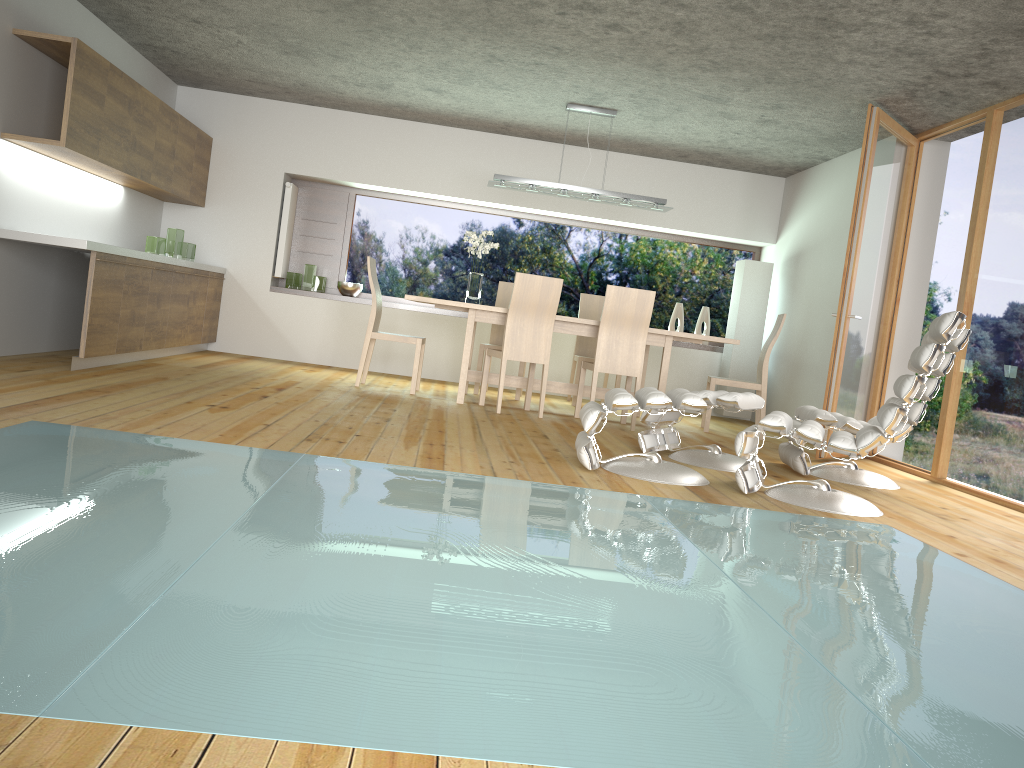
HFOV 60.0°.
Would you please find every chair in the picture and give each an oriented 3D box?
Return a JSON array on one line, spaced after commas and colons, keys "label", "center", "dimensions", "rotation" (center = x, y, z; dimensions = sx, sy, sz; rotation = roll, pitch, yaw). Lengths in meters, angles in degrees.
[{"label": "chair", "center": [1.872, -0.094, 7.203], "dimensions": [0.506, 1.016, 0.404], "rotation": [8, 3, 9]}, {"label": "chair", "center": [-0.038, -0.402, 7.880], "dimensions": [0.404, 1.016, 0.506], "rotation": [8, 3, 6]}, {"label": "chair", "center": [0.067, -0.296, 6.580], "dimensions": [0.404, 1.016, 0.507], "rotation": [7, 3, -16]}, {"label": "chair", "center": [-0.943, -0.468, 7.076], "dimensions": [0.506, 1.016, 0.405], "rotation": [8, 3, -2]}, {"label": "chair", "center": [2.131, 0.096, 5.318], "dimensions": [0.914, 0.967, 0.570], "rotation": [8, 3, 5]}, {"label": "chair", "center": [0.774, -0.305, 8.085], "dimensions": [0.404, 1.016, 0.507], "rotation": [7, 3, -6]}, {"label": "chair", "center": [0.763, -0.201, 6.576], "dimensions": [0.404, 1.016, 0.507], "rotation": [8, 3, -5]}, {"label": "chair", "center": [1.586, 0.097, 4.255], "dimensions": [0.915, 0.967, 0.569], "rotation": [9, 3, 20]}]

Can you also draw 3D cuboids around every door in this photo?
[{"label": "door", "center": [2.552, -0.663, 6.325], "dimensions": [0.163, 2.415, 0.933], "rotation": [10, 3, 40]}]

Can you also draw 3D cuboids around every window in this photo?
[{"label": "window", "center": [0.416, -1.167, 9.147], "dimensions": [4.185, 0.977, 0.012], "rotation": [7, 2, -4]}]

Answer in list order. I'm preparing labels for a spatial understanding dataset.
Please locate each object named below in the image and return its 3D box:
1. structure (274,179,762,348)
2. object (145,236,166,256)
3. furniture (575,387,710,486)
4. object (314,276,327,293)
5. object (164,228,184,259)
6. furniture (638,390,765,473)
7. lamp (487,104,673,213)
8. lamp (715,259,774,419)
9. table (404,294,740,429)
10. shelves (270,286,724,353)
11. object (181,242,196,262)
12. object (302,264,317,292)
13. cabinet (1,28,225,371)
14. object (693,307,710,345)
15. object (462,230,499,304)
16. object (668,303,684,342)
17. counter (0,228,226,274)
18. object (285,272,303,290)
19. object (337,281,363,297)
[{"label": "structure", "center": [0.135, -1.158, 8.913], "dimensions": [4.873, 1.152, 0.526], "rotation": [7, 3, -4]}, {"label": "object", "center": [-2.938, -1.132, 7.308], "dimensions": [0.111, 0.160, 0.112], "rotation": [9, 3, 20]}, {"label": "furniture", "center": [0.682, 0.226, 4.468], "dimensions": [0.686, 0.439, 0.570], "rotation": [8, 3, 2]}, {"label": "object", "center": [-1.908, -0.987, 8.787], "dimensions": [0.111, 0.160, 0.112], "rotation": [7, 3, -20]}, {"label": "object", "center": [-2.844, -1.178, 7.466], "dimensions": [0.099, 0.259, 0.099], "rotation": [9, 3, 20]}, {"label": "furniture", "center": [1.162, 0.239, 5.218], "dimensions": [0.687, 0.439, 0.569], "rotation": [10, 4, 31]}, {"label": "lamp", "center": [0.592, -1.862, 7.156], "dimensions": [1.490, 0.718, 0.290], "rotation": [7, 3, -4]}, {"label": "lamp", "center": [2.245, -0.435, 8.589], "dimensions": [0.280, 1.498, 0.280], "rotation": [8, 2, -5]}, {"label": "table", "center": [0.390, -0.161, 7.148], "dimensions": [2.500, 0.755, 1.202], "rotation": [8, 3, -2]}, {"label": "shelves", "center": [0.064, -0.619, 8.912], "dimensions": [4.869, 0.054, 0.404], "rotation": [7, 4, -4]}, {"label": "object", "center": [-2.817, -1.140, 7.660], "dimensions": [0.112, 0.160, 0.111], "rotation": [9, 3, 20]}, {"label": "object", "center": [-1.977, -1.035, 8.648], "dimensions": [0.099, 0.259, 0.099], "rotation": [8, 2, 0]}, {"label": "cabinet", "center": [-2.916, -1.225, 6.913], "dimensions": [0.656, 2.001, 3.097], "rotation": [8, 3, -5]}, {"label": "object", "center": [1.938, -0.591, 8.985], "dimensions": [0.153, 0.384, 0.153], "rotation": [7, 3, -8]}, {"label": "object", "center": [-0.273, -0.937, 7.093], "dimensions": [0.304, 0.607, 0.302], "rotation": [8, 3, -1]}, {"label": "object", "center": [1.668, -0.626, 8.964], "dimensions": [0.153, 0.384, 0.153], "rotation": [7, 3, -8]}, {"label": "counter", "center": [-2.942, -0.991, 6.826], "dimensions": [0.652, 0.054, 3.291], "rotation": [7, 4, -5]}, {"label": "object", "center": [-2.139, -1.012, 8.698], "dimensions": [0.112, 0.160, 0.112], "rotation": [10, 3, 35]}, {"label": "object", "center": [-1.605, -0.931, 8.758], "dimensions": [0.247, 0.137, 0.247], "rotation": [10, 4, 30]}]
